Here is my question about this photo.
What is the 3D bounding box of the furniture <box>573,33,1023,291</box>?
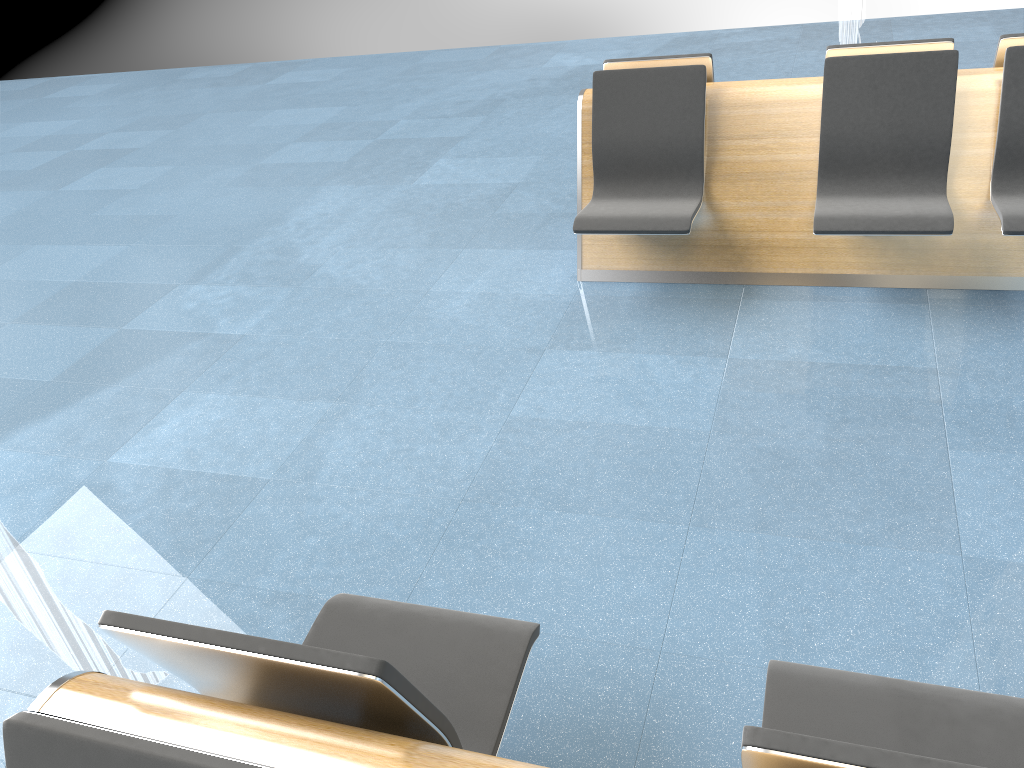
[{"bbox_3d":[1.436,-0.992,3.868,2.281,0.896,1.301,4,34,19],"label":"furniture"}]

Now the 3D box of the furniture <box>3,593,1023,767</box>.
[{"bbox_3d":[0.384,0.840,1.178,2.281,0.896,1.301,4,34,19],"label":"furniture"}]
